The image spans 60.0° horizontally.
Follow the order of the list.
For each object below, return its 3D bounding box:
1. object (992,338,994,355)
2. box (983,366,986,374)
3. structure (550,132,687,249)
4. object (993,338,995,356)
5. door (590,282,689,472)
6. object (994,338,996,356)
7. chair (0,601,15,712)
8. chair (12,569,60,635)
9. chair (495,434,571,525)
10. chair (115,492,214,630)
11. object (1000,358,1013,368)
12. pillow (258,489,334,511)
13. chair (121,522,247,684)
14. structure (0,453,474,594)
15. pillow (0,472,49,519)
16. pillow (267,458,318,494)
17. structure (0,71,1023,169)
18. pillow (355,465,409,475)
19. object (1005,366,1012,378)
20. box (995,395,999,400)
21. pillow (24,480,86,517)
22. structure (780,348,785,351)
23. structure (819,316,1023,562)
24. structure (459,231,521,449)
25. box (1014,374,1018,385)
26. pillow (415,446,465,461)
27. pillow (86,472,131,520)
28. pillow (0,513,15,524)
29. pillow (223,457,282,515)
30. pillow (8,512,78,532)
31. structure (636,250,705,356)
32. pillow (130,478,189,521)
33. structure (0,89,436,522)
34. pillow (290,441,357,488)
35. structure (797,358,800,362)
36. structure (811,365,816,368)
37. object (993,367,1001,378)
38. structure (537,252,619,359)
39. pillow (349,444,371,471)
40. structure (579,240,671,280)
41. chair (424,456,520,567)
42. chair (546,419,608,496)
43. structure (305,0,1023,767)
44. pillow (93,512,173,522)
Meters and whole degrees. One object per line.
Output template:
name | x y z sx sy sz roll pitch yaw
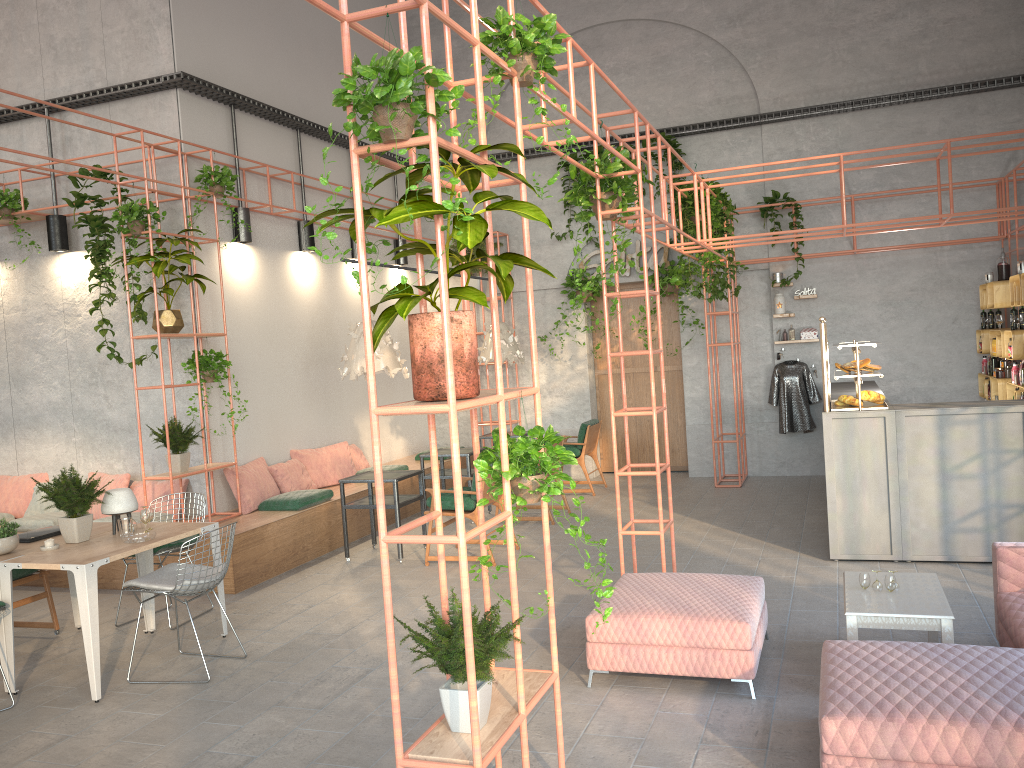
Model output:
object | 5.334 -0.411 9.779 0.069 0.191 0.069 -5 3 -28
box | 5.593 -0.164 10.439 0.058 0.093 0.122 -3 2 20
structure | 1.461 -2.575 12.207 1.939 1.514 0.856 -3 2 14
object | 5.306 -0.406 9.701 0.069 0.191 0.069 -5 3 -28
door | 1.938 -0.108 13.076 1.360 2.729 0.551 -3 2 20
object | 5.278 -0.401 9.626 0.069 0.191 0.069 -6 3 -34
chair | -3.375 1.492 5.221 0.565 0.941 0.717 -2 3 36
chair | -3.900 1.481 6.490 0.685 0.917 0.722 -3 2 20
chair | 0.220 1.063 10.000 0.685 0.930 0.722 -3 2 20
chair | -2.747 1.378 6.965 0.565 0.941 0.717 -3 3 22
object | 5.388 -0.230 9.657 0.115 0.107 0.115 -6 3 -43
pillow | -2.188 1.183 9.031 0.491 0.149 0.637 -3 2 21
chair | -2.123 1.385 5.751 0.717 0.941 0.565 -3 2 17
structure | -3.444 1.484 11.078 4.386 0.500 5.831 -3 2 20
pillow | -5.323 1.194 9.433 0.839 0.474 0.276 -3 2 11
pillow | -2.390 1.031 9.666 0.289 0.385 0.666 -3 2 16
structure | -3.350 -2.769 6.064 15.603 0.110 15.203 -3 2 20
pillow | -1.595 1.076 10.654 0.491 0.149 0.637 -3 2 21
object | 5.339 -0.129 9.530 0.073 0.131 0.073 -3 2 13
box | 5.376 0.167 9.752 0.084 0.081 0.146 -3 2 17
pillow | -4.725 1.211 9.193 0.666 0.385 0.289 -3 2 16
structure | 3.561 -0.456 11.663 0.066 0.044 0.019 -3 2 20
structure | 4.458 0.269 8.731 2.579 2.022 4.057 -3 2 20
structure | -0.294 -0.359 12.857 0.630 3.597 0.430 -3 2 20
box | 4.936 -0.046 8.639 0.058 0.093 0.122 -3 2 20
pillow | -0.988 0.967 12.316 0.491 0.149 0.637 -3 2 21
pillow | -4.137 1.132 8.950 0.839 0.474 0.276 -2 3 41
pillow | -5.524 1.410 9.069 0.637 0.149 0.491 -3 2 21
pillow | -2.633 1.026 9.069 0.276 0.474 0.839 -3 2 11
pillow | -4.542 1.357 8.707 0.637 0.149 0.491 -3 2 21
structure | 2.197 -1.153 12.248 0.950 1.527 0.921 -3 2 19
pillow | -3.524 1.147 8.750 0.666 0.385 0.289 -3 2 16
structure | -4.696 -0.471 8.707 4.501 4.345 14.096 -3 2 19
pillow | -2.154 0.945 10.255 0.276 0.474 0.839 -2 3 41
structure | 3.742 -0.314 11.609 0.066 0.044 0.019 -3 2 20
structure | 3.923 -0.232 11.551 0.066 0.044 0.019 -3 2 20
object | 5.356 -0.127 9.747 0.115 0.107 0.115 -4 2 -13
structure | 0.943 -1.104 12.664 0.950 1.527 0.921 -6 3 -36
pillow | -1.951 0.952 10.867 0.289 0.385 0.666 -3 2 16
structure | 1.550 -1.746 12.343 1.312 0.505 0.063 -3 2 20
chair | -0.387 1.171 8.341 0.685 0.929 0.722 -3 2 20
chair | 0.813 0.956 11.625 0.685 0.930 0.722 -3 2 20
structure | 1.871 -0.195 4.629 4.157 4.247 14.689 -3 2 20
pillow | -3.588 1.306 8.355 0.637 0.149 0.491 -3 2 21
